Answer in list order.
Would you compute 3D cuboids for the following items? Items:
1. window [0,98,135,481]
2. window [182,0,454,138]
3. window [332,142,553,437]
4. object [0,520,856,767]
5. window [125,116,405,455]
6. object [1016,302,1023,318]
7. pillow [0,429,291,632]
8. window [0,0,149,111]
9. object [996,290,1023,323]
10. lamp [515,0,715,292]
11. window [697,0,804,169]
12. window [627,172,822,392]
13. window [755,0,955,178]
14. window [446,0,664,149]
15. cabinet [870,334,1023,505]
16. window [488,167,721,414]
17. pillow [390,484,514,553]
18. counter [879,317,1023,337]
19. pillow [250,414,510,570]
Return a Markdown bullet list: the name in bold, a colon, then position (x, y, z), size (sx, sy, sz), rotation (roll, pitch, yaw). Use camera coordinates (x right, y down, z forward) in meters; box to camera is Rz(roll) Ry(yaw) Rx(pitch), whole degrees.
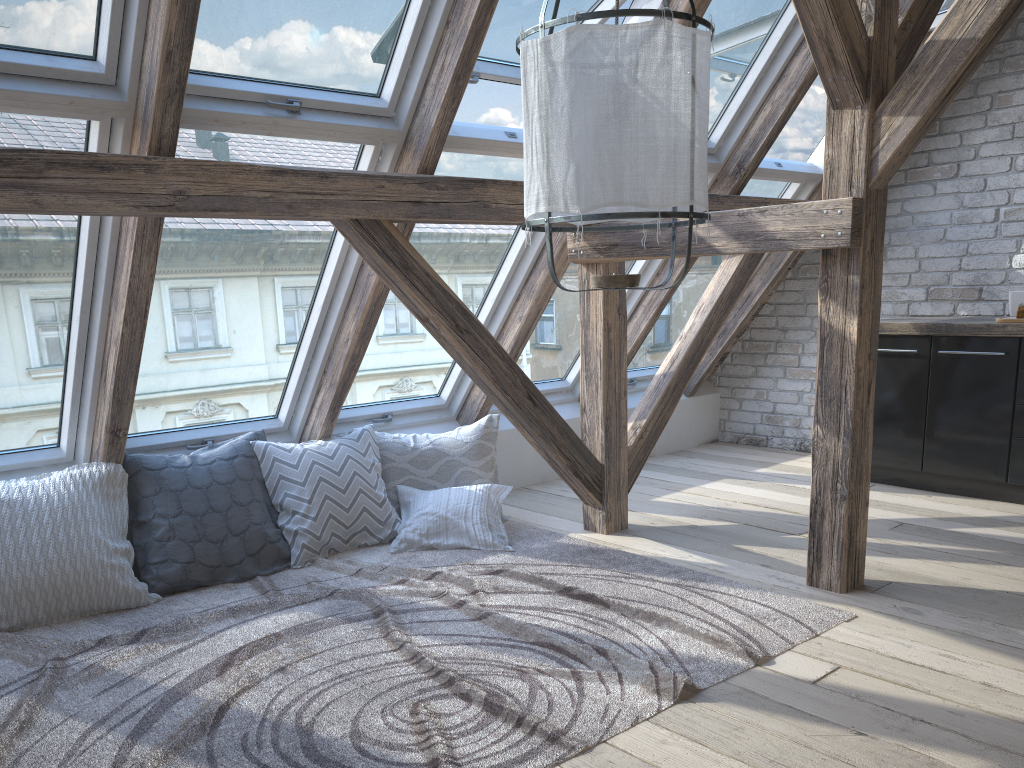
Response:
- **window**: position (-1.718, -0.206, 2.734), size (0.845, 1.308, 1.084), rotation (-11, 14, -40)
- **window**: position (-0.411, -1.427, 2.315), size (0.845, 1.308, 1.084), rotation (-11, 14, -40)
- **window**: position (-0.339, -0.385, 3.907), size (0.845, 1.308, 1.084), rotation (-11, 14, -40)
- **object**: position (-0.774, 0.820, 2.697), size (3.151, 0.058, 2.165), rotation (-7, 8, -40)
- **window**: position (-1.028, -0.296, 3.321), size (0.845, 1.308, 1.084), rotation (-11, 14, -40)
- **object**: position (2.395, -0.349, 4.084), size (0.090, 0.089, 0.084), rotation (3, 11, 26)
- **pillow**: position (-1.433, 0.527, 3.345), size (1.258, 0.577, 0.462), rotation (-8, 12, -39)
- **window**: position (-1.100, -1.337, 1.728), size (0.845, 1.308, 1.084), rotation (-11, 14, -40)
- **object**: position (2.546, -0.372, 4.173), size (0.379, 0.137, 0.581), rotation (3, 9, 37)
- **lamp**: position (0.196, -1.147, 1.695), size (0.407, 1.943, 0.389), rotation (-2, 13, 0)
- **window**: position (0.969, -1.606, 3.488), size (0.845, 1.308, 1.084), rotation (-11, 14, -40)
- **window**: position (1.041, -0.564, 5.080), size (0.845, 1.308, 1.084), rotation (-11, 14, -40)
- **window**: position (1.618, -1.699, 4.120), size (0.845, 1.307, 1.504), rotation (-12, 13, -41)
- **window**: position (0.247, -1.519, 2.937), size (0.845, 1.308, 1.391), rotation (-12, 13, -40)
- **cabinet**: position (2.819, -0.555, 2.654), size (2.067, 2.568, 4.171), rotation (-11, 12, -41)
- **window**: position (0.351, -0.475, 4.494), size (0.845, 1.308, 1.084), rotation (-11, 14, -40)
- **pillow**: position (-0.260, 0.595, 3.903), size (0.536, 0.248, 0.465), rotation (-2, 8, 0)
- **counter**: position (2.661, 0.267, 2.950), size (2.216, 0.873, 3.774), rotation (-8, 9, -41)
- **pillow**: position (-0.578, 0.451, 4.020), size (1.144, 0.547, 0.494), rotation (-7, 11, -35)
